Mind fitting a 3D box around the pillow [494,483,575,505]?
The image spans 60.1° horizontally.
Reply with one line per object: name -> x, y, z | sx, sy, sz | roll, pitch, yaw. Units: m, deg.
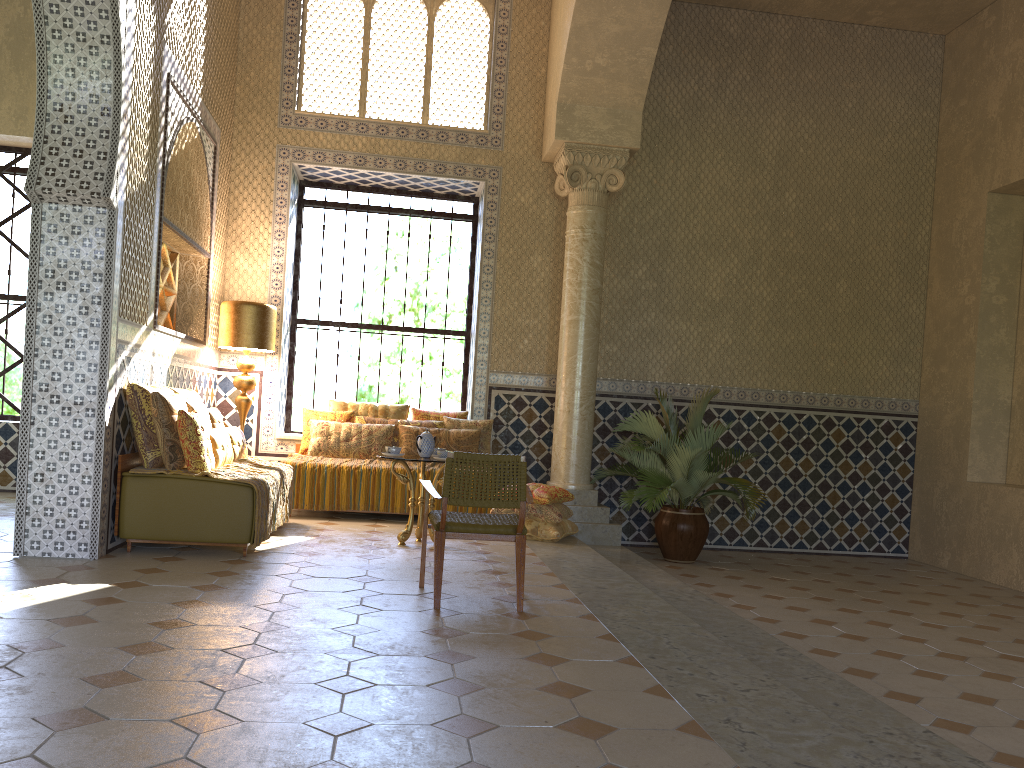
pillow -> 0.296, 1.429, 11.351 | 0.803, 0.311, 0.749 | 3, -2, 27

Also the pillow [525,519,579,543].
pillow -> 0.271, 1.839, 11.377 | 0.990, 0.368, 1.044 | 3, -2, 18

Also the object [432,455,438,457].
object -> -0.868, 0.838, 10.353 | 0.256, 0.032, 0.255 | 5, -2, -29

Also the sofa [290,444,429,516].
sofa -> -1.700, 1.411, 12.441 | 2.850, 0.938, 1.273 | 4, -1, -7

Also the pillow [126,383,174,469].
pillow -> -3.582, 0.427, 8.992 | 0.422, 0.832, 1.192 | 4, -1, -7

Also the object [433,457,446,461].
object -> -0.739, 0.823, 9.729 | 0.256, 0.032, 0.255 | 4, -2, -11

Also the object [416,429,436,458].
object -> -0.975, 0.673, 10.018 | 0.273, 0.324, 0.199 | 4, 0, -18

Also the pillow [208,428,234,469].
pillow -> -3.172, 0.705, 9.488 | 0.271, 0.451, 0.982 | 4, -2, -7

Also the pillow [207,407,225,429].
pillow -> -3.484, 0.591, 10.341 | 0.313, 0.638, 0.681 | 4, -1, -7

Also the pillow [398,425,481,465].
pillow -> -1.034, 0.886, 12.540 | 1.192, 0.547, 0.329 | 4, 0, -7

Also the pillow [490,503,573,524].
pillow -> 0.266, 1.636, 11.361 | 0.931, 0.347, 0.881 | 3, -2, 13

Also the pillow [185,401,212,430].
pillow -> -3.379, 0.537, 9.545 | 0.341, 0.693, 0.740 | 4, -1, -7

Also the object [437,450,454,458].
object -> -0.736, 0.785, 9.729 | 0.183, 0.100, 0.183 | 4, -1, -11

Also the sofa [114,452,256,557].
sofa -> -3.222, 1.210, 9.681 | 1.274, 0.937, 2.849 | 4, -2, -7

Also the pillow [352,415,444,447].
pillow -> -1.631, 0.798, 12.681 | 1.342, 0.616, 0.370 | 4, 0, -7

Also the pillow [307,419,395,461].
pillow -> -2.247, 0.803, 12.381 | 1.192, 0.547, 0.329 | 4, 0, -7

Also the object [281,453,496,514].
object -> -1.731, 1.398, 12.373 | 2.887, 0.718, 1.314 | 4, -1, -7

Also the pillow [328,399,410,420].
pillow -> -2.098, 0.668, 12.858 | 1.193, 0.833, 0.422 | 4, 0, -7

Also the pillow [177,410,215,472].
pillow -> -3.086, 0.584, 8.690 | 0.345, 0.652, 0.684 | 4, -1, -8

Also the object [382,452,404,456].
object -> -1.335, 0.793, 9.936 | 0.256, 0.032, 0.255 | 5, -2, -29

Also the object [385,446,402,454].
object -> -1.332, 0.755, 9.935 | 0.184, 0.100, 0.183 | 4, -2, -26

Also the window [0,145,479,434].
window -> -4.795, -1.283, 13.328 | 8.489, 3.994, 0.573 | 4, 1, -11

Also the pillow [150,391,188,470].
pillow -> -3.357, 0.476, 8.797 | 0.383, 0.781, 0.834 | 4, -1, -7

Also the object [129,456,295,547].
object -> -3.159, 1.205, 9.677 | 1.314, 0.718, 2.886 | 4, -2, -7

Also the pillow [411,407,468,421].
pillow -> -1.082, 0.769, 13.050 | 0.856, 0.801, 0.393 | 4, 0, -7

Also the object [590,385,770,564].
object -> 2.531, 1.250, 12.395 | 2.645, 2.504, 2.161 | 4, 0, -21

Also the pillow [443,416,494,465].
pillow -> -0.644, 0.835, 12.830 | 0.741, 0.694, 0.340 | 4, 0, -7

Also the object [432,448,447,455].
object -> -0.865, 0.800, 10.351 | 0.184, 0.100, 0.183 | 4, -2, -19

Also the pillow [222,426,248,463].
pillow -> -3.292, 0.733, 10.417 | 0.271, 0.451, 0.982 | 4, -2, -7

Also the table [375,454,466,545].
table -> -1.014, 1.321, 9.990 | 1.099, 0.981, 1.102 | 3, -1, 22

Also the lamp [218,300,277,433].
lamp -> -3.658, 0.314, 12.059 | 0.738, 2.816, 0.735 | 3, 1, -38

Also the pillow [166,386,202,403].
pillow -> -3.736, 0.462, 10.178 | 0.422, 0.832, 1.192 | 4, -1, -7

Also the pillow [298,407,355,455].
pillow -> -2.630, 0.700, 12.569 | 0.741, 0.694, 0.340 | 4, 0, -7

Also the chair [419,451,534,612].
chair -> -0.287, 1.148, 7.238 | 0.951, 1.210, 0.906 | 4, 0, -7
